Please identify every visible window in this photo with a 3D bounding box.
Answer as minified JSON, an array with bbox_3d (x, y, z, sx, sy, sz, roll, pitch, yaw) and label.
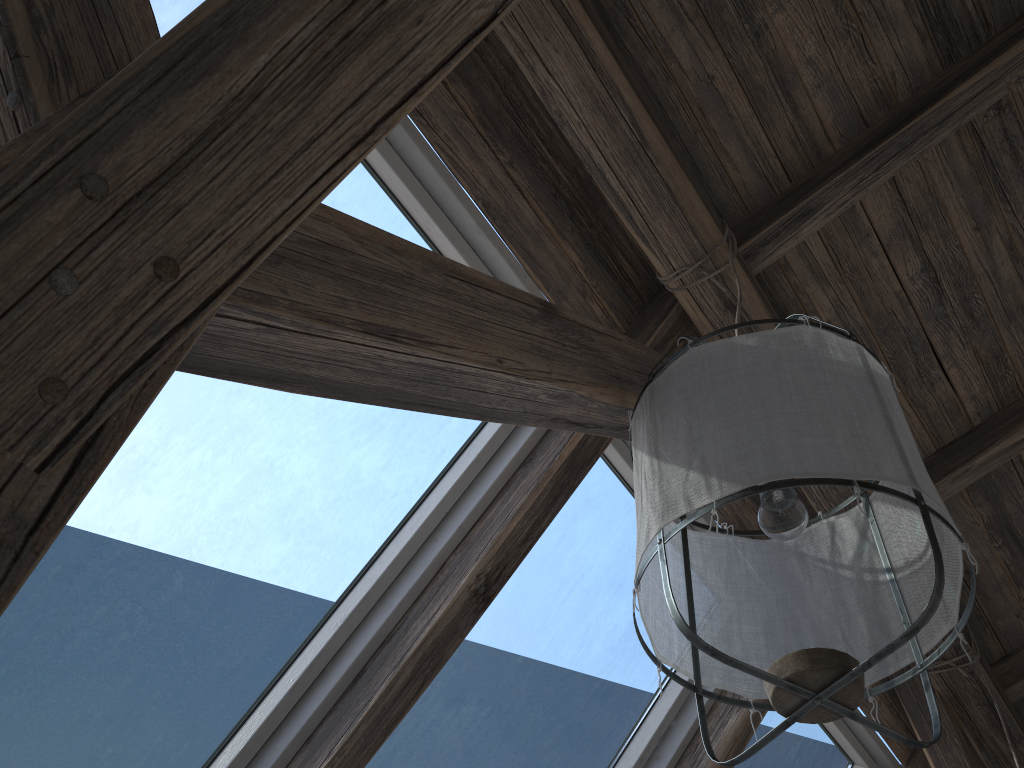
[{"bbox_3d":[0.551,1.519,2.525,1.122,1.199,0.889,-29,-62,24],"label":"window"},{"bbox_3d":[-1.121,-0.416,1.226,1.382,1.199,0.889,-29,-62,25],"label":"window"},{"bbox_3d":[-0.539,0.215,1.646,1.122,1.199,0.889,-29,-62,24],"label":"window"},{"bbox_3d":[0.006,0.867,2.085,1.122,1.199,0.889,-29,-62,24],"label":"window"}]

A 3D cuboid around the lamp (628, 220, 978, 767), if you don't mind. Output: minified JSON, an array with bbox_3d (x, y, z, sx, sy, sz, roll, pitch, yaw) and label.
[{"bbox_3d":[0.398,-0.003,1.464,0.409,1.224,0.424,-7,-56,12],"label":"lamp"}]

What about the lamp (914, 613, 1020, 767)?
[{"bbox_3d":[1.258,1.216,1.953,0.408,1.779,0.424,13,-54,-3],"label":"lamp"}]
